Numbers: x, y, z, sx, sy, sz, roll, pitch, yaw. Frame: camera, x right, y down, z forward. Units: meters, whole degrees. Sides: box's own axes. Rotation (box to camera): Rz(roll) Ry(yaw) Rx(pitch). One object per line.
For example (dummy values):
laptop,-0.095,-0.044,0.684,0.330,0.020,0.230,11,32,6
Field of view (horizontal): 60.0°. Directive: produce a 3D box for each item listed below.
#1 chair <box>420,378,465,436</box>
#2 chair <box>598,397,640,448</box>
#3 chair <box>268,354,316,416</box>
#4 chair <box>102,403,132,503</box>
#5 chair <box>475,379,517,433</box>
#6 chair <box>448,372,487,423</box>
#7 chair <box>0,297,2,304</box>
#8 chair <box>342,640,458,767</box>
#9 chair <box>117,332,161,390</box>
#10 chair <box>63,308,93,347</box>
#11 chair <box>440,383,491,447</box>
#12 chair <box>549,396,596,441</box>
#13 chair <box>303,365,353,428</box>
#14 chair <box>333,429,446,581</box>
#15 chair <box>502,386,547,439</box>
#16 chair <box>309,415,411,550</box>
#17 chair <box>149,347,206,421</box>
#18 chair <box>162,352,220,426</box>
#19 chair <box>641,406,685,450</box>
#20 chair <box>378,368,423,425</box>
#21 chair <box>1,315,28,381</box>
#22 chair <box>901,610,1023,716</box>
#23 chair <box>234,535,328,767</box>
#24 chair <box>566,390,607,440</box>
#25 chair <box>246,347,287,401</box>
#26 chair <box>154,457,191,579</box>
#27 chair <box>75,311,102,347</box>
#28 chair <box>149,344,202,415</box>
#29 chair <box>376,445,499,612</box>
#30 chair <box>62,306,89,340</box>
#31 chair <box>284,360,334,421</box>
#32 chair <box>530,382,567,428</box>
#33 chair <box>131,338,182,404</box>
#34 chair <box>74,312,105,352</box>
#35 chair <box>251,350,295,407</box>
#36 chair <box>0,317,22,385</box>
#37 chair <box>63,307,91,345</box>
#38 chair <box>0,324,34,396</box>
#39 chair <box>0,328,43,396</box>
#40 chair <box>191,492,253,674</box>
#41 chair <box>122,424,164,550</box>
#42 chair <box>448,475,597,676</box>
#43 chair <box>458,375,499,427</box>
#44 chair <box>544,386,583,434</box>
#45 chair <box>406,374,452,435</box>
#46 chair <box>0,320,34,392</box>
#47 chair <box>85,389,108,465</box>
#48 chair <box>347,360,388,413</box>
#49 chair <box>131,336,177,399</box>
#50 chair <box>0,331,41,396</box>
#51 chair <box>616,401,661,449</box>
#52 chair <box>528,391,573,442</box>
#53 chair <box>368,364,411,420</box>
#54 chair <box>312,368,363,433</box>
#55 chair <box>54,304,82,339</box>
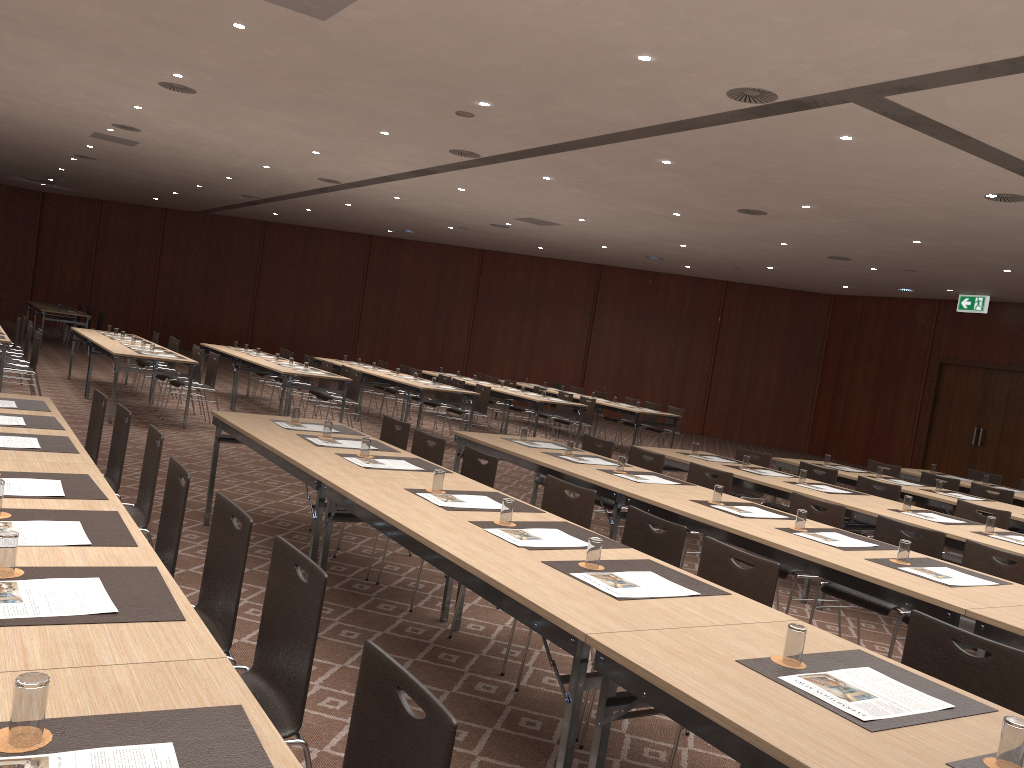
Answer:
chair,-1.048,0.372,13.953,0.614,0.940,0.535,7,4,-31
chair,2.063,0.714,16.677,0.614,0.940,0.535,7,4,-31
chair,-3.474,-0.011,14.262,0.614,0.940,0.535,7,4,-34
chair,-2.434,0.586,5.029,0.614,0.940,0.535,7,4,-33
chair,-0.229,0.377,16.467,0.614,0.940,0.535,7,4,-31
chair,-0.815,0.238,17.511,0.614,0.940,0.535,7,4,-30
chair,-11.612,-1.503,19.680,0.614,0.940,0.535,6,4,-35
chair,-0.423,1.047,1.758,0.614,0.940,0.535,7,4,-32
chair,-5.961,-0.389,14.282,0.614,0.940,0.535,7,4,-32
chair,-10.091,-1.325,20.784,0.614,0.940,0.535,7,4,-34
chair,-0.633,0.462,13.375,0.614,0.940,0.535,7,4,-34
chair,1.040,0.665,14.454,0.614,0.940,0.535,7,4,-32
chair,-2.621,0.183,12.908,0.614,0.940,0.535,7,4,-30
chair,-0.765,0.792,6.036,0.614,0.940,0.535,6,4,-35
chair,0.290,0.498,15.564,0.614,0.940,0.535,7,4,-30
chair,-1.076,0.714,6.672,0.614,0.940,0.535,6,4,-36
chair,-4.392,-0.033,11.791,0.614,0.940,0.535,6,4,-36
chair,-3.997,0.053,11.244,0.614,0.940,0.535,6,4,-35
chair,2.705,0.860,15.658,0.614,0.940,0.535,7,4,-30
chair,-1.860,0.184,15.322,0.614,0.940,0.535,7,4,-33
chair,-7.483,-0.566,13.156,0.614,0.940,0.535,7,4,-32
chair,1.293,1.256,2.847,0.614,0.940,0.535,7,4,-31
chair,-0.830,0.948,2.548,0.614,0.940,0.535,7,4,-34
chair,1.533,0.594,17.519,0.614,0.940,0.535,7,4,-34
chair,-4.193,-0.174,15.404,0.614,0.940,0.535,7,4,-31
chair,-1.577,0.785,3.590,0.614,0.940,0.535,7,4,-30
chair,-9.655,-1.236,20.308,0.614,0.940,0.535,7,4,-31
chair,-4.629,-0.096,12.361,0.614,0.940,0.535,7,4,-31
chair,-0.401,0.871,5.537,0.614,0.940,0.535,7,4,-31
chair,-10.795,-1.496,22.118,0.614,0.940,0.535,7,4,-33
chair,-3.003,0.102,13.401,0.614,0.940,0.535,7,4,-34
chair,0.814,0.436,18.547,0.614,0.940,0.535,6,4,-36
chair,-5.238,-0.229,13.214,0.614,0.940,0.535,7,4,-34
chair,-9.290,-1.149,19.646,0.614,0.940,0.535,7,4,-33
chair,-3.929,-0.105,14.792,0.614,0.940,0.535,7,4,-30
chair,-7.250,-0.504,12.593,0.614,0.940,0.535,7,4,-30
chair,-10.543,-1.434,21.635,0.614,0.940,0.535,7,4,-31
chair,-6.380,-0.310,11.292,0.614,0.940,0.535,7,4,-32
chair,-5.969,-0.222,10.752,0.614,0.940,0.535,7,4,-31
chair,-1.178,0.872,3.035,0.614,0.940,0.535,7,4,-33
chair,-2.008,0.680,4.417,0.614,0.940,0.535,7,4,-30
chair,0.119,0.986,4.776,0.614,0.940,0.535,6,4,-35
chair,-0.573,0.302,16.934,0.614,0.940,0.535,6,4,-35
chair,1.112,0.507,17.994,0.614,0.940,0.535,7,4,-33
chair,-1.306,0.304,14.555,0.614,0.940,0.535,7,4,-34
chair,-6.829,-0.418,12.118,0.614,0.940,0.535,7,4,-32
chair,-2.808,0.505,5.544,0.614,0.940,0.535,7,4,-34
chair,-2.613,0.016,16.437,0.614,0.940,0.535,7,4,-31
chair,-5.484,-0.290,13.717,0.614,0.940,0.535,7,4,-30
chair,-5.701,-0.156,10.215,0.614,0.940,0.535,6,4,-35
chair,2.361,0.787,16.091,0.614,0.940,0.535,7,4,-31
chair,0.716,0.586,15.080,0.614,0.940,0.535,7,4,-32
chair,-2.133,0.116,15.868,0.614,0.940,0.535,7,4,-33
chair,-2.379,0.247,12.332,0.614,0.940,0.535,7,4,-32
chair,-11.235,-1.585,22.599,0.614,0.940,0.535,7,4,-34
